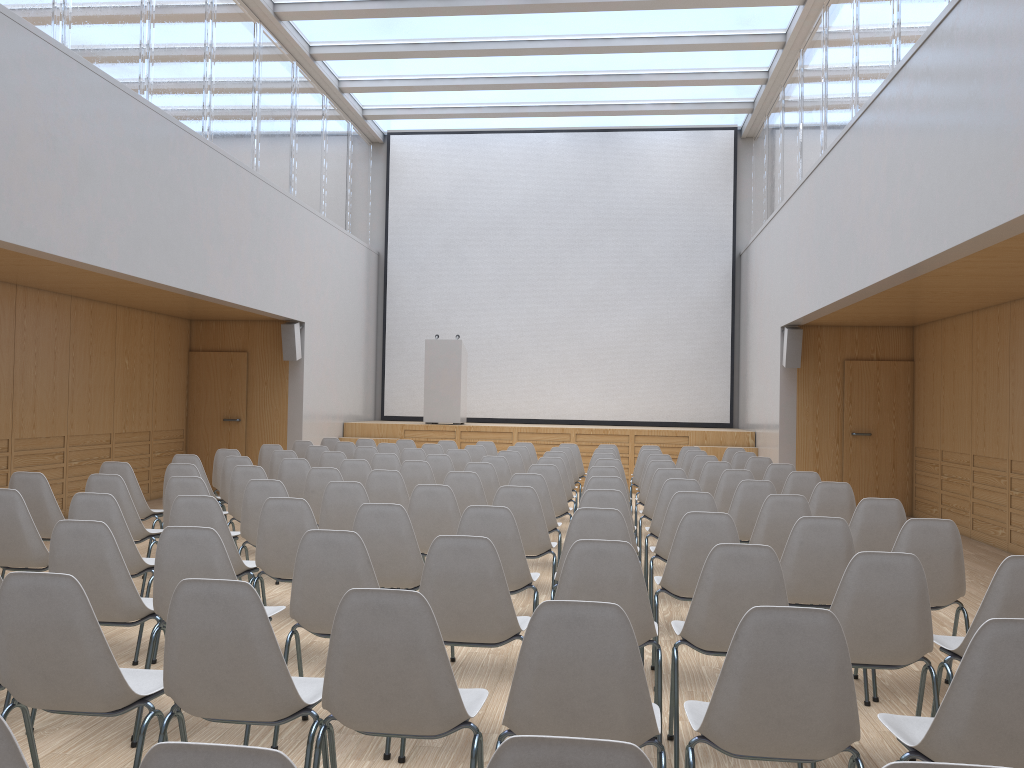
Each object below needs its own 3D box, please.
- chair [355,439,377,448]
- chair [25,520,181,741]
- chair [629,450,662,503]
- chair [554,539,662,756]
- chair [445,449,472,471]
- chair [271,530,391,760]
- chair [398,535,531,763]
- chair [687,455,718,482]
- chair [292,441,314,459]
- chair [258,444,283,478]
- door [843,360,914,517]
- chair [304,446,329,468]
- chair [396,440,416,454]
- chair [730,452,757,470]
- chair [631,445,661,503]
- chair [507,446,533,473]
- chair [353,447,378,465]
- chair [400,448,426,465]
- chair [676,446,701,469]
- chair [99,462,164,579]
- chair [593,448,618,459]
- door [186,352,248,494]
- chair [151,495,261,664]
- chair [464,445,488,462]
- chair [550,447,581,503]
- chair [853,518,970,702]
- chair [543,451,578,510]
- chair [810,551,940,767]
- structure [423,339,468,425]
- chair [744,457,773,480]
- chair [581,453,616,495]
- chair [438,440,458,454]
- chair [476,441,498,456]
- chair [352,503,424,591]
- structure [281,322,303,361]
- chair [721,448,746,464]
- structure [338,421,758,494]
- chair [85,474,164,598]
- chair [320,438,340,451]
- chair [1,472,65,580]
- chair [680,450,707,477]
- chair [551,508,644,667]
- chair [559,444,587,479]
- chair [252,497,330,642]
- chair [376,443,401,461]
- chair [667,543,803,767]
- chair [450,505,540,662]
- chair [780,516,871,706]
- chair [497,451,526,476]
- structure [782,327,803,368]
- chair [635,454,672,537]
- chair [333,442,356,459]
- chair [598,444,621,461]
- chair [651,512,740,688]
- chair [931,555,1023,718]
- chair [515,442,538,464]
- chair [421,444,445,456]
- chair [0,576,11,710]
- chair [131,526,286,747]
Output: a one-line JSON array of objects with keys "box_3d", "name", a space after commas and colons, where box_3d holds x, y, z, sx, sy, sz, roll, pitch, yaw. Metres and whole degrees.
[{"box_3d": [-1.882, 1.155, 11.750, 0.479, 0.876, 0.505, 1, -1, 6], "name": "chair"}, {"box_3d": [-1.700, 0.987, 3.781, 0.479, 0.876, 0.505, 1, -1, 6], "name": "chair"}, {"box_3d": [1.618, 1.194, 10.390, 0.479, 0.876, 0.505, 1, -1, 6], "name": "chair"}, {"box_3d": [0.356, 1.022, 3.530, 0.479, 0.876, 0.505, 1, -1, 6], "name": "chair"}, {"box_3d": [-0.561, 1.136, 9.670, 0.479, 0.876, 0.505, 1, -1, 6], "name": "chair"}, {"box_3d": [-0.673, 1.004, 3.646, 0.479, 0.876, 0.505, 1, -1, 6], "name": "chair"}, {"box_3d": [-0.166, 1.012, 3.569, 0.479, 0.876, 0.505, 1, -1, 6], "name": "chair"}, {"box_3d": [2.024, 1.181, 9.407, 0.479, 0.876, 0.505, 1, -1, 6], "name": "chair"}, {"box_3d": [-2.498, 1.125, 10.924, 0.479, 0.876, 0.505, 1, -1, 6], "name": "chair"}, {"box_3d": [-2.607, 1.101, 9.920, 0.479, 0.876, 0.505, 1, -1, 6], "name": "chair"}, {"box_3d": [4.801, 0.708, 11.599, 0.873, 2.024, 0.108, 1, -1, 6], "name": "door"}, {"box_3d": [-2.077, 1.109, 9.801, 0.479, 0.876, 0.505, 1, -1, 6], "name": "chair"}, {"box_3d": [-1.363, 1.165, 11.733, 0.479, 0.876, 0.505, 1, -1, 6], "name": "chair"}, {"box_3d": [2.659, 1.212, 10.272, 0.479, 0.876, 0.505, 1, -1, 6], "name": "chair"}, {"box_3d": [1.767, 1.219, 11.420, 0.479, 0.876, 0.505, 1, -1, 6], "name": "chair"}, {"box_3d": [0.086, 1.169, 10.604, 0.479, 0.876, 0.505, 1, -1, 6], "name": "chair"}, {"box_3d": [-1.554, 1.120, 9.811, 0.479, 0.876, 0.505, 1, -1, 6], "name": "chair"}, {"box_3d": [-1.034, 1.127, 9.704, 0.479, 0.876, 0.505, 1, -1, 6], "name": "chair"}, {"box_3d": [2.271, 1.228, 11.391, 0.479, 0.876, 0.505, 1, -1, 6], "name": "chair"}, {"box_3d": [-2.967, 1.030, 6.924, 0.479, 0.876, 0.505, 1, -1, 6], "name": "chair"}, {"box_3d": [1.094, 1.186, 10.490, 0.479, 0.876, 0.505, 1, -1, 6], "name": "chair"}, {"box_3d": [-4.226, 0.554, 12.619, 0.873, 2.024, 0.108, 1, -1, 6], "name": "door"}, {"box_3d": [-1.591, 1.010, 4.756, 0.479, 0.876, 0.505, 1, -1, 6], "name": "chair"}, {"box_3d": [-0.416, 1.159, 10.620, 0.479, 0.876, 0.505, 1, -1, 6], "name": "chair"}, {"box_3d": [0.592, 1.178, 10.575, 0.479, 0.876, 0.505, 1, -1, 6], "name": "chair"}, {"box_3d": [1.976, 1.072, 4.382, 0.479, 0.876, 0.505, 1, -1, 6], "name": "chair"}, {"box_3d": [0.473, 1.154, 9.572, 0.479, 0.876, 0.505, 1, -1, 6], "name": "chair"}, {"box_3d": [1.344, 1.038, 3.378, 0.479, 0.876, 0.505, 1, -1, 6], "name": "chair"}, {"box_3d": [-1.088, -0.025, 14.636, 0.605, 1.379, 0.605, 1, -1, 6], "name": "structure"}, {"box_3d": [2.560, 1.189, 9.318, 0.479, 0.876, 0.505, 1, -1, 6], "name": "chair"}, {"box_3d": [0.975, 1.161, 9.456, 0.479, 0.876, 0.505, 1, -1, 6], "name": "chair"}, {"box_3d": [-0.823, 1.175, 11.712, 0.479, 0.876, 0.505, 1, -1, 6], "name": "chair"}, {"box_3d": [-0.323, 1.184, 11.684, 0.479, 0.876, 0.505, 1, -1, 6], "name": "chair"}, {"box_3d": [-0.614, 1.025, 4.564, 0.479, 0.876, 0.505, 1, -1, 6], "name": "chair"}, {"box_3d": [-3.075, -0.594, 12.392, 0.196, 0.542, 0.368, 1, -1, 6], "name": "structure"}, {"box_3d": [2.809, 1.237, 11.302, 0.479, 0.876, 0.505, 1, -1, 6], "name": "chair"}, {"box_3d": [0.571, 1.211, 14.645, 6.551, 1.027, 2.728, 1, -1, 6], "name": "structure"}, {"box_3d": [-2.564, 1.015, 5.872, 0.479, 0.876, 0.505, 1, -1, 6], "name": "chair"}, {"box_3d": [-2.363, 1.148, 11.886, 0.479, 0.876, 0.505, 1, -1, 6], "name": "chair"}, {"box_3d": [-3.076, 1.006, 5.910, 0.479, 0.876, 0.505, 1, -1, 6], "name": "chair"}, {"box_3d": [2.131, 1.204, 10.391, 0.479, 0.876, 0.505, 1, -1, 6], "name": "chair"}, {"box_3d": [0.438, 1.045, 4.545, 0.479, 0.876, 0.505, 1, -1, 6], "name": "chair"}, {"box_3d": [0.737, 1.201, 11.496, 0.479, 0.876, 0.505, 1, -1, 6], "name": "chair"}, {"box_3d": [-1.124, 1.019, 4.732, 0.479, 0.876, 0.505, 1, -1, 6], "name": "chair"}, {"box_3d": [-1.456, 1.141, 10.737, 0.479, 0.876, 0.505, 1, -1, 6], "name": "chair"}, {"box_3d": [0.871, 1.031, 3.500, 0.479, 0.876, 0.505, 1, -1, 6], "name": "chair"}, {"box_3d": [-0.098, 1.035, 4.547, 0.479, 0.876, 0.505, 1, -1, 6], "name": "chair"}, {"box_3d": [1.464, 1.061, 4.370, 0.479, 0.876, 0.505, 1, -1, 6], "name": "chair"}, {"box_3d": [-0.012, 1.144, 9.526, 0.479, 0.876, 0.505, 1, -1, 6], "name": "chair"}, {"box_3d": [3.674, -0.478, 11.630, 0.196, 0.542, 0.368, 1, -1, 6], "name": "structure"}, {"box_3d": [1.551, 1.172, 9.432, 0.479, 0.876, 0.505, 1, -1, 6], "name": "chair"}, {"box_3d": [-1.975, 1.133, 10.836, 0.479, 0.876, 0.505, 1, -1, 6], "name": "chair"}, {"box_3d": [1.236, 1.211, 11.498, 0.479, 0.876, 0.505, 1, -1, 6], "name": "chair"}, {"box_3d": [0.954, 1.054, 4.469, 0.479, 0.876, 0.505, 1, -1, 6], "name": "chair"}, {"box_3d": [1.868, 1.048, 3.359, 0.479, 0.876, 0.505, 1, -1, 6], "name": "chair"}, {"box_3d": [0.174, 1.191, 11.580, 0.479, 0.876, 0.505, 1, -1, 6], "name": "chair"}, {"box_3d": [-0.930, 1.152, 10.737, 0.479, 0.876, 0.505, 1, -1, 6], "name": "chair"}, {"box_3d": [-2.261, 0.977, 3.826, 0.479, 0.876, 0.505, 1, -1, 6], "name": "chair"}, {"box_3d": [-1.226, 0.994, 3.668, 0.479, 0.876, 0.505, 1, -1, 6], "name": "chair"}]
